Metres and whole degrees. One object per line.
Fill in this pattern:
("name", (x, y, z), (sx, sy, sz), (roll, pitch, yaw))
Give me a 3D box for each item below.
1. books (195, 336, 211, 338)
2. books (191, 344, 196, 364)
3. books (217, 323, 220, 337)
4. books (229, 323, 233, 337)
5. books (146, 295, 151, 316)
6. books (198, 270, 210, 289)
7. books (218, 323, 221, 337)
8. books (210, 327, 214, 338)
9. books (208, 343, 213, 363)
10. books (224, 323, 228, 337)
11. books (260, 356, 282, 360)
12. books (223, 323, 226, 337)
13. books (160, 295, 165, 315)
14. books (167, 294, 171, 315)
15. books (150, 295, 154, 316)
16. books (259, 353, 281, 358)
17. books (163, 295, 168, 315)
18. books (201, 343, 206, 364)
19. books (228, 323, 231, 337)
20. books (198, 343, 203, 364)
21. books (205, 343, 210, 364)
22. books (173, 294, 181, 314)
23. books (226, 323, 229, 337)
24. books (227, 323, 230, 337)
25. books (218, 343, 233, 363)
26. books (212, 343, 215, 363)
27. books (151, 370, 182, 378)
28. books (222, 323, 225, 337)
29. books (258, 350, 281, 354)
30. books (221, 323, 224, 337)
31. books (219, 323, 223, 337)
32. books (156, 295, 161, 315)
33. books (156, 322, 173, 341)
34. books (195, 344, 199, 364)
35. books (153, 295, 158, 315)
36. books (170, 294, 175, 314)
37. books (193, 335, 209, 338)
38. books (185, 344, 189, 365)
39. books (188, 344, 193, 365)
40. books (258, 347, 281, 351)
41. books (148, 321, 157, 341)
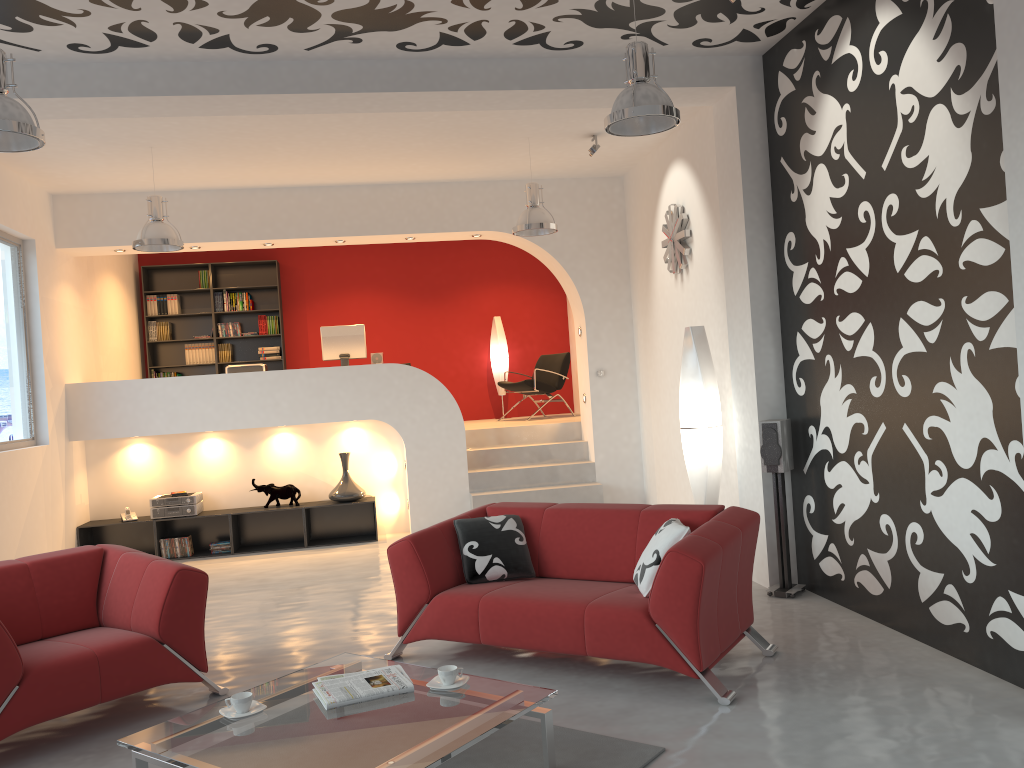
("books", (-3.906, -0.587, 11.228), (0.190, 0.015, 0.135), (-4, 0, -9))
("books", (-3.998, -0.372, 11.191), (0.040, 0.260, 0.200), (-4, 0, -9))
("books", (-3.713, -0.673, 11.258), (0.031, 0.190, 0.135), (-4, 0, -9))
("books", (-3.565, -0.683, 11.281), (0.031, 0.190, 0.135), (-4, 0, -9))
("books", (-4.531, -0.969, 11.114), (0.040, 0.260, 0.200), (-4, 0, -9))
("books", (-3.873, -1.306, 11.231), (0.146, 0.240, 0.170), (-4, 0, -9))
("books", (-3.699, -0.674, 11.261), (0.031, 0.190, 0.135), (-4, 0, -9))
("books", (-3.788, -0.666, 11.247), (0.063, 0.187, 0.135), (-4, 0, -9))
("books", (-3.798, -0.386, 11.222), (0.040, 0.260, 0.200), (-4, 0, -9))
("books", (-3.625, -0.679, 11.272), (0.031, 0.190, 0.135), (-4, 0, -9))
("books", (-3.066, -0.325, 11.323), (0.260, 0.040, 0.200), (-4, 0, -7))
("books", (-3.640, -0.678, 11.270), (0.031, 0.190, 0.135), (-4, 0, -9))
("books", (-4.371, -0.980, 11.139), (0.040, 0.260, 0.200), (-4, 0, -9))
("books", (-4.291, -0.986, 11.152), (0.040, 0.260, 0.200), (-4, 0, -9))
("books", (-4.491, -0.972, 11.120), (0.040, 0.260, 0.200), (-4, 0, -9))
("books", (-3.087, -0.364, 11.317), (0.260, 0.040, 0.200), (-4, 0, -9))
("books", (-4.331, -0.983, 11.145), (0.040, 0.260, 0.200), (-4, 0, -9))
("books", (-3.878, -0.380, 11.210), (0.040, 0.260, 0.200), (-4, 0, -9))
("books", (-3.580, -0.682, 11.279), (0.031, 0.190, 0.135), (-4, 0, -9))
("books", (-3.918, -0.377, 11.204), (0.040, 0.260, 0.200), (-4, 0, -9))
("books", (-3.838, -0.383, 11.216), (0.040, 0.260, 0.200), (-4, 0, -9))
("books", (-4.211, -0.991, 11.164), (0.040, 0.260, 0.200), (-4, 0, -9))
("books", (-3.610, -0.680, 11.275), (0.031, 0.190, 0.135), (-4, 0, -9))
("books", (-3.595, -0.681, 11.277), (0.031, 0.190, 0.135), (-4, 0, -9))
("books", (-3.635, -0.387, 11.259), (0.146, 0.240, 0.170), (-4, 0, -9))
("books", (-3.758, -0.388, 11.229), (0.040, 0.260, 0.200), (-4, 0, -9))
("books", (-4.321, -0.046, 11.127), (0.341, 0.286, 0.231), (-4, 0, -9))
("books", (-3.654, -0.677, 11.268), (0.031, 0.190, 0.135), (-4, 0, -9))
("books", (-3.093, -0.404, 11.315), (0.260, 0.040, 0.200), (-4, 0, -9))
("books", (-3.669, -0.676, 11.265), (0.031, 0.190, 0.135), (-4, 0, -9))
("books", (-3.684, -0.675, 11.263), (0.031, 0.190, 0.135), (-4, 0, -9))
("books", (-4.411, -0.978, 11.133), (0.040, 0.260, 0.200), (-4, 0, -9))
("books", (-4.369, -0.653, 11.148), (0.146, 0.240, 0.170), (-4, 0, -9))
("books", (-3.958, -0.375, 11.197), (0.040, 0.260, 0.200), (-4, 0, -9))
("books", (-4.451, -0.975, 11.127), (0.040, 0.260, 0.200), (-4, 0, -9))
("books", (-4.251, -0.988, 11.158), (0.040, 0.260, 0.200), (-4, 0, -9))
("books", (-3.926, -0.601, 11.225), (0.190, 0.015, 0.135), (-4, 0, -9))
("books", (-4.078, -0.366, 11.179), (0.040, 0.260, 0.200), (-4, 0, -9))
("books", (-4.038, -0.369, 11.185), (0.040, 0.260, 0.200), (-4, 0, -9))
("books", (-3.085, -0.444, 11.308), (0.260, 0.040, 0.200), (-4, 0, -9))
("books", (-4.489, -0.653, 11.130), (0.090, 0.256, 0.181), (-4, 0, -9))
